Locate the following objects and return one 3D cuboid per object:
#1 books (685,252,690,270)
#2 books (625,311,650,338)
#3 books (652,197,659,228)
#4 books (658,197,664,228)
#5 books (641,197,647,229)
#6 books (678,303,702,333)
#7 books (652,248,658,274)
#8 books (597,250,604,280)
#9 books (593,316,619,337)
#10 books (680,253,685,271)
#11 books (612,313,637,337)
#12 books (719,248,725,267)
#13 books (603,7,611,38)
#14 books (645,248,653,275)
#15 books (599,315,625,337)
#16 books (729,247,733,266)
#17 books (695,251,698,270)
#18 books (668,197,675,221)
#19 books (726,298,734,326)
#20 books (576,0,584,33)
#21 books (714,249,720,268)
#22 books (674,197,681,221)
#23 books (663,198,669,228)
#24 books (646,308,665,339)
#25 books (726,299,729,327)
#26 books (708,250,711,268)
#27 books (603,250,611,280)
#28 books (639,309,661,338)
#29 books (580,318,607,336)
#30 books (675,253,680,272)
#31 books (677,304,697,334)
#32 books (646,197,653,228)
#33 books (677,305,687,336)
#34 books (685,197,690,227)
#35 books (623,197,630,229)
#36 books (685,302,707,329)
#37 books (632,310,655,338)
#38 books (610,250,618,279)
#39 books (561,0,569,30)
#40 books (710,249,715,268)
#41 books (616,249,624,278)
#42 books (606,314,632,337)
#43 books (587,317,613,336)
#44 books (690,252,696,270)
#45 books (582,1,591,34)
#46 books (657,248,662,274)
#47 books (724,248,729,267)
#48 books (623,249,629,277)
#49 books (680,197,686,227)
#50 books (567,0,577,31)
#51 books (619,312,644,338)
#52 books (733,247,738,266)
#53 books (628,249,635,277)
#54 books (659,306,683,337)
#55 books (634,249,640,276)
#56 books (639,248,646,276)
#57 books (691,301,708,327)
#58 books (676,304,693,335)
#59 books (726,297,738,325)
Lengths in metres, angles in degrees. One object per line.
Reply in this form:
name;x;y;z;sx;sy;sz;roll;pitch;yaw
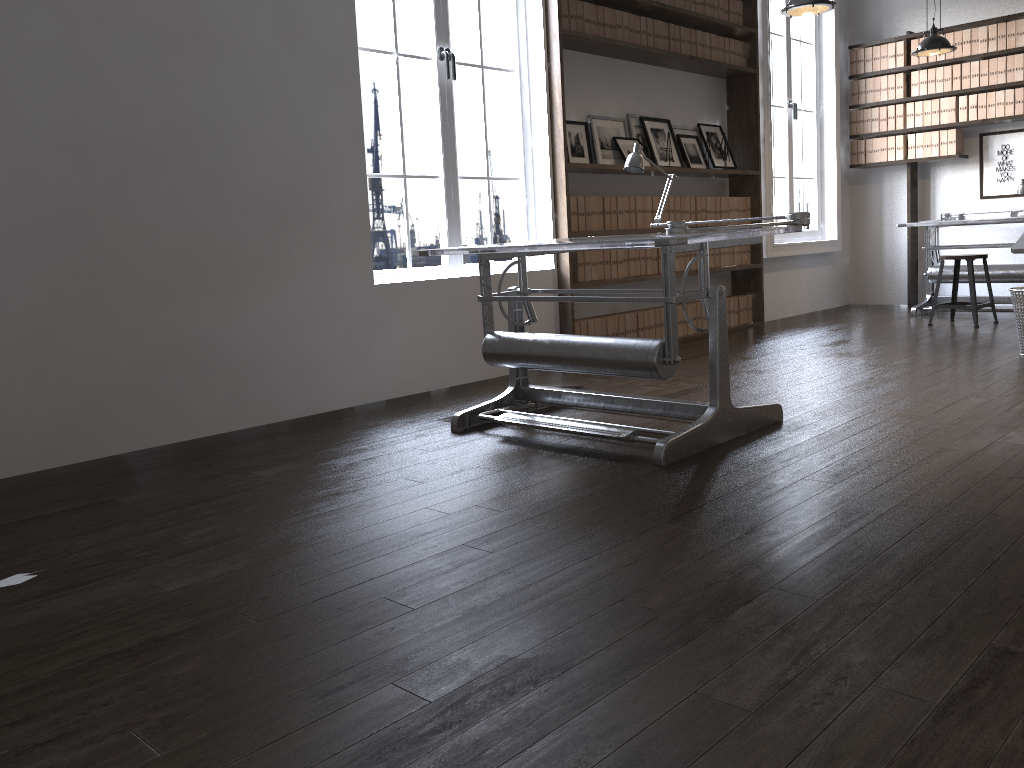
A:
books;1.248;-0.964;6.666;0.175;0.224;0.067;4;9;44
books;0.891;-0.405;6.323;0.175;0.224;0.067;4;9;44
books;0.958;-1.222;6.343;0.175;0.224;0.067;4;9;44
books;1.004;-1.233;6.396;0.175;0.224;0.067;4;9;44
books;0.862;-1.202;6.248;0.175;0.224;0.067;4;9;44
books;1.368;-0.509;6.816;0.175;0.224;0.067;4;9;44
books;0.953;-0.900;6.362;0.175;0.224;0.067;4;9;44
books;0.524;-0.807;5.917;0.175;0.224;0.067;4;9;44
books;0.642;-0.351;6.064;0.175;0.224;0.067;4;9;44
books;1.199;-0.954;6.618;0.175;0.224;0.067;4;9;44
books;0.789;-0.383;6.216;0.175;0.224;0.067;4;9;44
books;1.591;-1.038;7.016;0.175;0.224;0.067;4;9;44
books;0.566;-2.363;5.870;0.175;0.224;0.067;4;9;44
books;0.908;-0.889;6.308;0.175;0.224;0.067;4;9;44
books;0.691;-0.362;6.114;0.175;0.224;0.067;4;9;44
books;1.682;-1.058;7.115;0.175;0.224;0.067;4;9;44
books;1.348;-0.984;6.761;0.175;0.224;0.067;4;9;44
books;1.102;-1.254;6.494;0.175;0.224;0.067;4;9;44
books;1.702;-0.581;7.158;0.175;0.224;0.067;4;9;44
books;0.369;-2.322;5.674;0.175;0.224;0.067;4;9;44
books;1.540;-1.027;6.969;0.175;0.224;0.067;4;9;44
books;1.154;-1.264;6.544;0.175;0.224;0.067;4;9;44
books;1.051;-1.243;6.447;0.175;0.224;0.067;4;9;44
books;1.035;-0.435;6.462;0.175;0.224;0.067;4;9;44
books;1.651;-0.570;7.110;0.175;0.224;0.067;4;9;44
books;1.445;-1.006;6.867;0.175;0.224;0.067;4;9;44
books;0.573;-0.817;5.965;0.175;0.224;0.067;4;9;44
books;0.985;-0.424;6.410;0.175;0.224;0.067;4;9;44
books;0.551;-0.331;5.967;0.175;0.224;0.067;4;9;44
books;1.154;-0.943;6.565;0.175;0.224;0.067;4;9;44
books;1.318;-0.498;6.767;0.175;0.224;0.067;4;9;44
books;0.907;-1.211;6.292;0.175;0.224;0.067;4;9;44
books;1.226;-0.478;6.668;0.175;0.224;0.067;4;9;44
books;1.244;-1.285;6.644;0.175;0.224;0.067;4;9;44
books;0.720;-1.171;6.102;0.175;0.224;0.067;4;9;44
books;1.419;-0.519;6.863;0.175;0.224;0.067;4;9;44
books;0.938;-0.415;6.368;0.175;0.224;0.067;4;9;44
books;0.625;-0.828;6.013;0.175;0.224;0.067;4;9;44
books;0.266;-2.299;5.568;0.175;0.224;0.067;4;9;44
books;1.490;-1.017;6.920;0.175;0.224;0.067;4;9;44
books;0.673;-0.839;6.066;0.175;0.224;0.067;4;9;44
books;0.743;-0.372;6.162;0.175;0.224;0.067;4;9;44
books;0.600;-0.341;6.011;0.175;0.224;0.067;4;9;44
books;1.301;-0.975;6.719;0.175;0.224;0.067;4;9;44
books;0.421;-2.332;5.722;0.175;0.224;0.067;4;9;44
books;1.009;-0.911;6.412;0.175;0.224;0.067;4;9;44
books;1.639;-1.049;7.069;0.175;0.224;0.067;4;9;44
books;0.715;-0.848;6.112;0.175;0.224;0.067;4;9;44
books;1.204;-1.275;6.596;0.175;0.224;0.067;4;9;44
books;0.321;-2.310;5.617;0.175;0.224;0.067;4;9;44
books;0.844;-0.394;6.266;0.175;0.224;0.067;4;9;44
books;1.731;-1.068;7.160;0.175;0.224;0.067;4;9;44
books;0.765;-0.858;6.157;0.175;0.224;0.067;4;9;44
books;1.184;-0.468;6.622;0.175;0.224;0.067;4;9;44
books;0.807;-0.868;6.209;0.175;0.224;0.067;4;9;44
books;0.856;-0.879;6.260;0.175;0.224;0.067;4;9;44
books;1.468;-0.530;6.916;0.175;0.224;0.067;4;9;44
books;1.275;-0.487;6.712;0.175;0.224;0.067;4;9;44
books;1.748;-0.592;7.212;0.175;0.224;0.067;4;9;44
